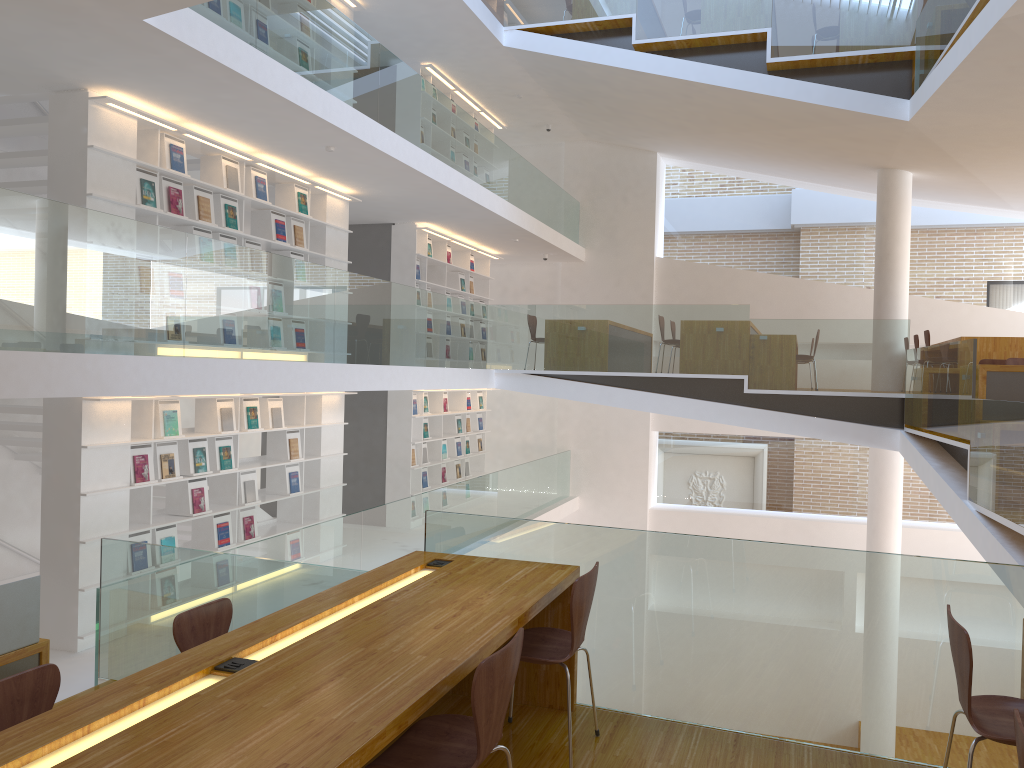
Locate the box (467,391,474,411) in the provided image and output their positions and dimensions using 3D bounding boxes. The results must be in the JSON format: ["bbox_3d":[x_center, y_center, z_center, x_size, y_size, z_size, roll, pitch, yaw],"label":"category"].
[{"bbox_3d":[-0.743,0.254,13.337,0.274,0.296,0.245,2,1,18],"label":"box"}]

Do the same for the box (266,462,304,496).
[{"bbox_3d":[-2.224,0.924,8.697,0.274,0.296,0.245,2,1,18],"label":"box"}]

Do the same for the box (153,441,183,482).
[{"bbox_3d":[-2.788,0.600,6.995,0.274,0.296,0.245,2,1,18],"label":"box"}]

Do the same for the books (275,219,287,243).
[{"bbox_3d":[-2.170,-1.431,8.323,0.037,0.210,0.145,2,1,18],"label":"books"}]

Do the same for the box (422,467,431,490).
[{"bbox_3d":[-1.256,1.242,11.867,0.274,0.296,0.245,2,1,18],"label":"box"}]

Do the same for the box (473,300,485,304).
[{"bbox_3d":[-0.543,-1.152,13.821,0.274,0.296,0.245,2,1,18],"label":"box"}]

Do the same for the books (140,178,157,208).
[{"bbox_3d":[-2.724,-1.421,6.644,0.037,0.210,0.145,2,1,18],"label":"books"}]

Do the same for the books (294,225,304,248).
[{"bbox_3d":[-2.071,-1.429,8.623,0.037,0.210,0.145,2,1,18],"label":"books"}]

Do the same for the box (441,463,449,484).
[{"bbox_3d":[-1.054,1.241,12.480,0.274,0.296,0.245,2,1,18],"label":"box"}]

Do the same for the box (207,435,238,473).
[{"bbox_3d":[-2.556,0.599,7.660,0.274,0.296,0.245,2,1,18],"label":"box"}]

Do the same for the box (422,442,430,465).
[{"bbox_3d":[-1.260,0.914,11.826,0.274,0.296,0.245,2,1,18],"label":"box"}]

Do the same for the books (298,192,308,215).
[{"bbox_3d":[-2.044,-1.759,8.667,0.037,0.210,0.145,2,1,18],"label":"books"}]

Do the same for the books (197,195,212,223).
[{"bbox_3d":[-2.519,-1.426,7.263,0.037,0.210,0.145,2,1,18],"label":"books"}]

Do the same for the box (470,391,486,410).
[{"bbox_3d":[-0.579,0.252,13.837,0.274,0.296,0.245,2,1,18],"label":"box"}]

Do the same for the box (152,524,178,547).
[{"bbox_3d":[-2.794,1.258,6.994,0.274,0.296,0.245,2,1,18],"label":"box"}]

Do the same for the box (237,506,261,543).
[{"bbox_3d":[-2.457,1.255,8.018,0.274,0.296,0.245,2,1,18],"label":"box"}]

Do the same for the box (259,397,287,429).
[{"bbox_3d":[-3.422,2.021,5.134,0.498,3.764,7.125,2,1,18],"label":"box"}]

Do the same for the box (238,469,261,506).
[{"bbox_3d":[-2.450,0.927,8.009,0.274,0.296,0.245,2,1,18],"label":"box"}]

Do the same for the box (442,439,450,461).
[{"bbox_3d":[-1.041,0.912,12.490,0.274,0.296,0.245,2,1,18],"label":"box"}]

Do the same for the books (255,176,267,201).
[{"bbox_3d":[-2.263,-1.759,8.002,0.037,0.210,0.145,2,1,18],"label":"books"}]

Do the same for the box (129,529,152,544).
[{"bbox_3d":[-2.886,1.259,6.713,0.274,0.296,0.245,2,1,18],"label":"box"}]

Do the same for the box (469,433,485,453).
[{"bbox_3d":[-0.591,0.908,13.856,0.274,0.296,0.245,2,1,18],"label":"box"}]

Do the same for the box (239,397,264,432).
[{"bbox_3d":[-2.429,0.269,8.017,0.274,0.296,0.245,2,1,18],"label":"box"}]

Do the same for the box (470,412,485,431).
[{"bbox_3d":[-0.587,0.579,13.840,0.274,0.296,0.245,2,1,18],"label":"box"}]

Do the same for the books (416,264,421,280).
[{"bbox_3d":[-1.218,-1.430,11.408,0.037,0.210,0.145,2,1,18],"label":"books"}]

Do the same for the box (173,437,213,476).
[{"bbox_3d":[-2.664,0.593,7.331,0.274,0.296,0.245,2,1,18],"label":"box"}]

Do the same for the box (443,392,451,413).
[{"bbox_3d":[-1.029,0.255,12.461,0.274,0.296,0.245,2,1,18],"label":"box"}]

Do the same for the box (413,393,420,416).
[{"bbox_3d":[-1.360,0.261,11.464,0.274,0.296,0.245,2,1,18],"label":"box"}]

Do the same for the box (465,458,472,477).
[{"bbox_3d":[-0.765,1.239,13.357,0.274,0.296,0.245,2,1,18],"label":"box"}]

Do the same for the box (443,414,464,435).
[{"bbox_3d":[-0.865,0.583,12.997,0.274,0.296,0.245,2,1,18],"label":"box"}]

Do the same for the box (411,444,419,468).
[{"bbox_3d":[-1.377,0.915,11.470,0.274,0.296,0.245,2,1,18],"label":"box"}]

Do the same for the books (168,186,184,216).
[{"bbox_3d":[-2.627,-1.426,6.933,0.037,0.210,0.145,2,1,18],"label":"books"}]

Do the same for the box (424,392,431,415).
[{"bbox_3d":[-1.243,0.258,11.818,0.274,0.296,0.245,2,1,18],"label":"box"}]

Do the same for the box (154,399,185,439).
[{"bbox_3d":[-2.767,0.272,6.988,0.274,0.296,0.245,2,1,18],"label":"box"}]

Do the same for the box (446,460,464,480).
[{"bbox_3d":[-0.877,1.239,13.017,0.274,0.296,0.245,2,1,18],"label":"box"}]

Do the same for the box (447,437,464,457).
[{"bbox_3d":[-0.873,0.911,13.001,0.274,0.296,0.245,2,1,18],"label":"box"}]

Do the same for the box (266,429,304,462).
[{"bbox_3d":[-2.216,0.596,8.692,0.274,0.296,0.245,2,1,18],"label":"box"}]

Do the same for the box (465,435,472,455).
[{"bbox_3d":[-0.763,0.910,13.335,0.274,0.296,0.245,2,1,18],"label":"box"}]

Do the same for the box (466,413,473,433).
[{"bbox_3d":[-0.751,0.581,13.341,0.274,0.296,0.245,2,1,18],"label":"box"}]

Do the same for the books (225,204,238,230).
[{"bbox_3d":[-2.405,-1.426,7.600,0.037,0.210,0.145,2,1,18],"label":"books"}]

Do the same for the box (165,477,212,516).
[{"bbox_3d":[-2.670,0.921,7.340,0.274,0.296,0.245,2,1,18],"label":"box"}]

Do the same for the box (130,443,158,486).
[{"bbox_3d":[-2.871,0.600,6.703,0.274,0.296,0.245,2,1,18],"label":"box"}]

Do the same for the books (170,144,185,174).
[{"bbox_3d":[-2.615,-1.756,6.930,0.037,0.210,0.145,2,1,18],"label":"books"}]

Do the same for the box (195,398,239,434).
[{"bbox_3d":[-2.545,0.270,7.662,0.274,0.296,0.245,2,1,18],"label":"box"}]

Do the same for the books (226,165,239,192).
[{"bbox_3d":[-2.394,-1.757,7.603,0.037,0.210,0.145,2,1,18],"label":"books"}]

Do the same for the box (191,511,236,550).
[{"bbox_3d":[-2.574,1.256,7.662,0.274,0.296,0.245,2,1,18],"label":"box"}]

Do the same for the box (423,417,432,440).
[{"bbox_3d":[-1.244,0.581,11.844,0.274,0.296,0.245,2,1,18],"label":"box"}]
